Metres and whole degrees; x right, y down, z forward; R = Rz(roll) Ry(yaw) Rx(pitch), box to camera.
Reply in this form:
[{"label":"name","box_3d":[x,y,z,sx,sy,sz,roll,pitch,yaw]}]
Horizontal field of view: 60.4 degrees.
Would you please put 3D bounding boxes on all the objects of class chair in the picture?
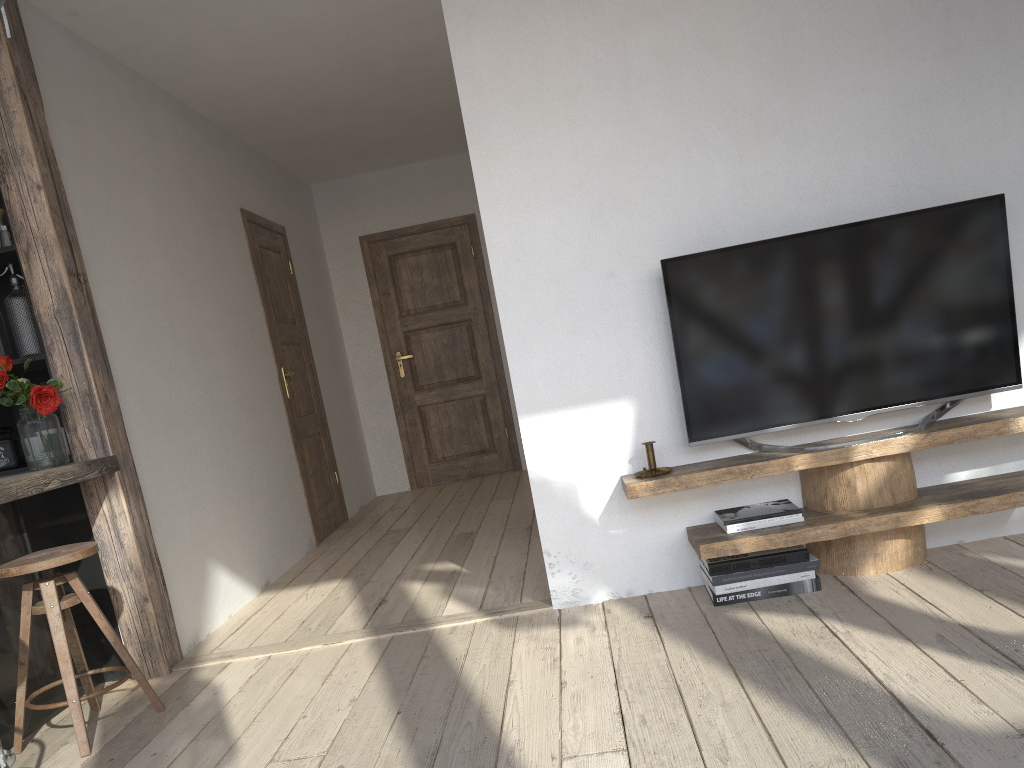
[{"label":"chair","box_3d":[-1.417,0.832,2.806,0.343,0.605,0.334,-7,8,24]},{"label":"chair","box_3d":[-1.462,0.842,2.197,0.355,0.646,0.346,-5,9,37]}]

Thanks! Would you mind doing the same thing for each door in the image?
[{"label":"door","box_3d":[-0.562,-0.227,7.072,0.943,2.103,0.080,-10,9,5]},{"label":"door","box_3d":[-1.382,-0.027,5.717,0.082,2.103,0.826,-10,8,3]}]

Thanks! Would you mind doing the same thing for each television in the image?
[{"label":"television","box_3d":[1.094,-0.161,2.921,1.104,0.718,0.203,-10,8,5]}]

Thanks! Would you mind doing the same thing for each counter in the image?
[{"label":"counter","box_3d":[-2.567,0.965,1.507,2.245,0.864,3.761,-10,2,4]}]

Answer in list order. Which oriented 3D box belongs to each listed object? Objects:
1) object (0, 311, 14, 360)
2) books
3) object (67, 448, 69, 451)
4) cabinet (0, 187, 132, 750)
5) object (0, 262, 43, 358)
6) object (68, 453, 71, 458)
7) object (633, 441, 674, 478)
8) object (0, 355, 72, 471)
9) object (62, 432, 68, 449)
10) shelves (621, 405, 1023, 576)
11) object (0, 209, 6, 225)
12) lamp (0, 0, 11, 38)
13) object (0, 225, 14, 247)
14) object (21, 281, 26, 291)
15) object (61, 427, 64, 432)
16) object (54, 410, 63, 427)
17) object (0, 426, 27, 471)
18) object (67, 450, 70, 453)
[{"label":"object","box_3d":[-1.930,-0.221,3.261,0.086,0.307,0.084,-11,8,-4]},{"label":"books","box_3d":[0.831,0.572,3.013,0.360,0.269,0.286,-10,5,4]},{"label":"object","box_3d":[-1.728,0.263,3.392,0.211,0.025,0.215,-12,2,-33]},{"label":"cabinet","box_3d":[-2.776,0.151,1.585,2.096,2.542,4.156,-10,4,4]},{"label":"object","box_3d":[-1.794,-0.270,3.229,0.109,0.356,0.106,-5,10,34]},{"label":"object","box_3d":[-1.725,0.278,3.394,0.211,0.025,0.215,-12,3,-38]},{"label":"object","box_3d":[0.478,0.257,3.023,0.139,0.114,0.138,-12,5,-13]},{"label":"object","box_3d":[-1.682,0.093,3.085,0.313,0.421,0.246,-6,8,37]},{"label":"object","box_3d":[-1.734,0.231,3.387,0.163,0.086,0.159,-10,4,17]},{"label":"shelves","box_3d":[1.207,0.411,2.965,1.605,0.458,0.325,-10,6,5]},{"label":"object","box_3d":[-1.934,-0.551,3.252,0.149,0.173,0.134,-12,6,-10]},{"label":"lamp","box_3d":[-0.525,-1.017,0.180,0.408,1.925,0.392,-2,12,45]},{"label":"object","box_3d":[-1.817,-0.533,3.190,0.093,0.097,0.073,-10,6,5]},{"label":"object","box_3d":[-1.849,-0.240,3.368,0.084,0.307,0.086,-17,11,-39]},{"label":"object","box_3d":[-1.737,0.212,3.384,0.163,0.086,0.159,-10,4,17]},{"label":"object","box_3d":[-1.854,0.203,3.527,0.124,0.210,0.123,-12,7,-9]},{"label":"object","box_3d":[-1.945,0.247,3.360,0.134,0.167,0.132,-11,6,-6]},{"label":"object","box_3d":[-1.726,0.270,3.393,0.212,0.025,0.214,-12,2,-28]}]
